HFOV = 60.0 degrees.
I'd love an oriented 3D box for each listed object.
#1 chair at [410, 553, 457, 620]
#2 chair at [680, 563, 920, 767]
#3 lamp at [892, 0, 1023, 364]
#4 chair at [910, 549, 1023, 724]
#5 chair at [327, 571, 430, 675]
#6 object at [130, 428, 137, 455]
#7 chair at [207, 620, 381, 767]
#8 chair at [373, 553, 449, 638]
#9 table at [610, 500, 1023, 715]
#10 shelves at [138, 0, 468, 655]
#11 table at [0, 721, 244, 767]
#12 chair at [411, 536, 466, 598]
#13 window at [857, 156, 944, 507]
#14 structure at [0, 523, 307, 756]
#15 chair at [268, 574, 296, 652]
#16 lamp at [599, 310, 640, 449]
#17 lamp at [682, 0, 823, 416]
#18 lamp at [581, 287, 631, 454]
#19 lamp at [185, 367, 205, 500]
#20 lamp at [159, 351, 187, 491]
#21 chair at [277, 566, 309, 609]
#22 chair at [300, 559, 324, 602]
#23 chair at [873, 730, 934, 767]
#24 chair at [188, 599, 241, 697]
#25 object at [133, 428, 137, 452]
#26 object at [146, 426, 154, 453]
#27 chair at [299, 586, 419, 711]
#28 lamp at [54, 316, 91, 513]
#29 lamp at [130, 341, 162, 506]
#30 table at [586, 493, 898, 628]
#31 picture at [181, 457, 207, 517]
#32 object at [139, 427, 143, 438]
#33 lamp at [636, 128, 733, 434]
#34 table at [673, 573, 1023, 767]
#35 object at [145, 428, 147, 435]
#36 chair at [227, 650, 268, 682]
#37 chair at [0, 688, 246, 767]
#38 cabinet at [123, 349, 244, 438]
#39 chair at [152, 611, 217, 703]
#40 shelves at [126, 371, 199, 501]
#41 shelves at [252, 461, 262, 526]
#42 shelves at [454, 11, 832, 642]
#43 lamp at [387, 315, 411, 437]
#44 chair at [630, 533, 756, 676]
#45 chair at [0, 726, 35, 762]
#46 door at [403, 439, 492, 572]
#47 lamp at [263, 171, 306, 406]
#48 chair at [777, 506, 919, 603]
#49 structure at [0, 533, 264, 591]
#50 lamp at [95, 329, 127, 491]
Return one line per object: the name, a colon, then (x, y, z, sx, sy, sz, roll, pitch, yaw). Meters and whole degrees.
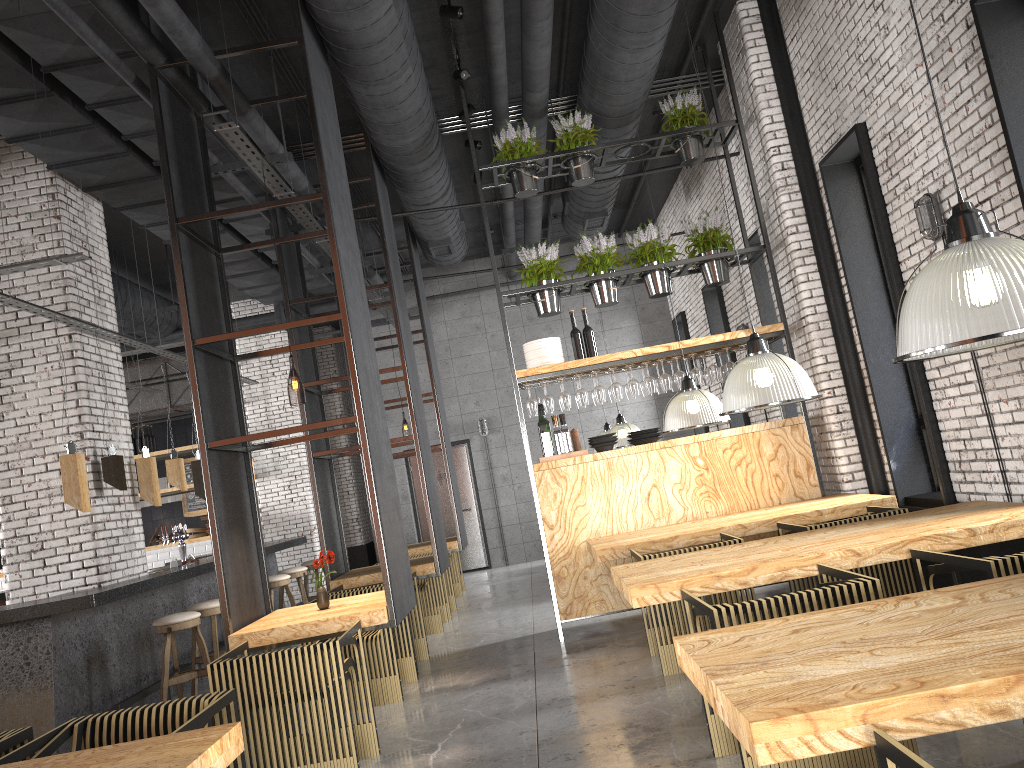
chair: (-1.009, 2.226, 9.707, 0.657, 0.732, 0.637, -10, -7, 1)
chair: (1.141, 1.191, 3.638, 0.657, 0.732, 0.637, -10, -7, -2)
lamp: (1.117, -1.291, 2.582, 0.535, 2.412, 0.536, -15, -9, 36)
chair: (2.165, 1.003, 3.613, 0.657, 0.732, 0.637, -10, -7, -3)
chair: (-1.085, 1.967, 7.140, 0.657, 0.732, 0.637, -10, -7, 2)
object: (-6.045, 0.929, 14.101, 0.098, 0.459, 0.098, -13, -8, 22)
chair: (-1.101, 1.697, 4.578, 0.657, 0.732, 0.637, -10, -7, -2)
chair: (-1.042, 2.153, 8.968, 0.657, 0.732, 0.637, -10, -7, -1)
table: (1.654, 1.171, 4.489, 2.116, 0.765, 0.998, -10, -6, 0)
shelves: (-1.476, -0.350, 8.329, 1.003, 4.377, 6.133, -10, -6, 0)
table: (-1.276, 1.460, 2.212, 0.996, 0.765, 0.998, -10, -6, 0)
chair: (-0.997, 2.413, 11.488, 0.657, 0.732, 0.637, -10, -7, -1)
window: (2.889, -0.481, 6.454, 0.365, 2.705, 0.747, -10, -7, 0)
structure: (-4.836, 2.439, 8.817, 4.310, 1.537, 5.863, -10, -6, 0)
chair: (-2.326, 2.346, 9.018, 0.439, 0.807, 0.479, -9, -7, -11)
lamp: (1.156, -0.424, 10.802, 0.535, 2.412, 0.536, -15, -9, 36)
lamp: (1.158, -1.056, 4.855, 0.535, 2.412, 0.536, -15, -9, 36)
lamp: (1.186, -0.248, 12.514, 0.535, 2.412, 0.537, -16, -9, 41)
lamp: (-3.330, 0.479, 9.306, 0.127, 1.550, 0.127, -10, -7, 0)
lamp: (-3.353, 0.350, 8.669, 0.127, 1.423, 0.127, -10, -7, 0)
chair: (-2.448, 2.463, 9.910, 0.439, 0.807, 0.479, -10, -7, -1)
chair: (-2.298, 2.530, 10.796, 0.439, 0.807, 0.479, -6, -8, -31)
chair: (1.101, 0.963, 1.420, 0.657, 0.732, 0.637, -10, -7, 0)
chair: (-2.430, 2.171, 7.195, 0.481, 0.807, 0.437, -9, -7, -11)
object: (-6.043, 0.943, 14.235, 0.098, 0.459, 0.098, -13, -8, 22)
object: (-5.826, 0.904, 14.236, 0.098, 0.459, 0.098, -7, -8, -22)
chair: (-1.099, 1.888, 6.372, 0.657, 0.732, 0.637, -11, -7, 2)
lamp: (-3.376, 0.213, 6.724, 0.127, 1.550, 0.127, -10, -7, 0)
lamp: (-3.353, 0.346, 8.015, 0.127, 1.550, 0.127, -10, -7, 0)
table: (1.692, 1.387, 6.586, 2.116, 0.765, 0.998, -10, -6, 0)
picture: (-5.972, 1.966, 17.267, 0.980, 1.145, 0.020, -10, -7, 0)
object: (-5.932, 0.923, 14.235, 0.098, 0.459, 0.098, -7, -8, -22)
lamp: (1.193, -0.849, 6.866, 0.535, 2.412, 0.536, -15, -9, 36)
table: (1.615, 0.946, 2.307, 2.116, 0.765, 0.998, -10, -6, 0)
object: (-5.930, 0.937, 14.370, 0.098, 0.459, 0.098, -7, -8, -22)
chair: (-2.379, 2.256, 8.081, 0.481, 0.807, 0.437, -4, -9, -41)
chair: (-1.361, 1.595, 3.174, 0.657, 0.732, 0.637, -10, -7, -1)
cabinet: (-7.231, 0.621, 16.582, 5.863, 1.773, 0.680, -10, -7, 0)
chair: (-2.435, 2.108, 6.592, 0.481, 0.807, 0.437, -7, -8, -26)
shelves: (-7.324, 0.562, 14.292, 5.677, 3.074, 0.596, -10, -7, 0)
shelves: (-4.362, 2.336, 16.975, 0.889, 2.154, 0.250, -10, -7, 0)
shelves: (1.093, -0.562, 7.731, 2.333, 5.031, 0.688, -10, -7, 0)
lamp: (-1.415, -0.122, 10.901, 0.108, 1.603, 0.108, -15, -8, 32)
chair: (1.189, 1.410, 5.777, 0.657, 0.732, 0.637, -10, -7, 0)
chair: (-2.162, 1.739, 3.156, 0.657, 0.732, 0.637, -10, -7, 0)
door: (-1.048, 2.021, 14.333, 1.120, 2.108, 0.158, -10, -7, 0)
lamp: (-1.506, -0.652, 5.759, 0.108, 1.603, 0.108, -6, -8, -28)
chair: (2.214, 1.226, 5.802, 0.657, 0.732, 0.637, -10, -7, -2)
structure: (-6.759, 3.426, 13.856, 5.800, 1.349, 1.507, -10, -6, 0)
lamp: (-3.378, 0.205, 7.379, 0.127, 1.398, 0.127, -10, -7, 0)
